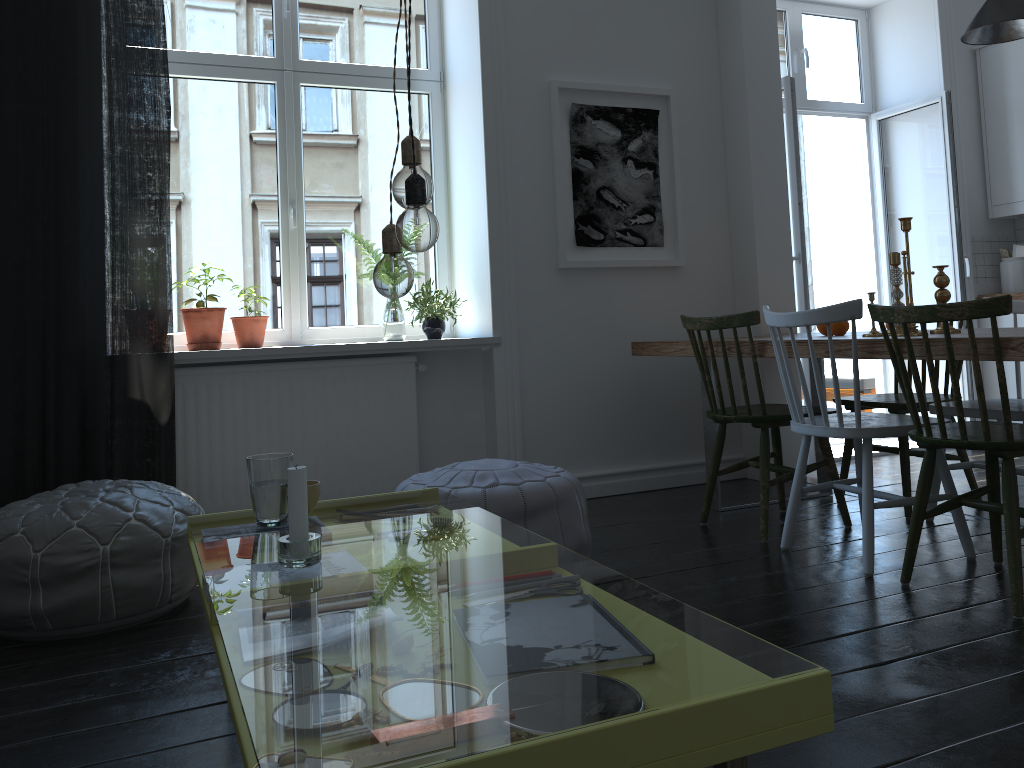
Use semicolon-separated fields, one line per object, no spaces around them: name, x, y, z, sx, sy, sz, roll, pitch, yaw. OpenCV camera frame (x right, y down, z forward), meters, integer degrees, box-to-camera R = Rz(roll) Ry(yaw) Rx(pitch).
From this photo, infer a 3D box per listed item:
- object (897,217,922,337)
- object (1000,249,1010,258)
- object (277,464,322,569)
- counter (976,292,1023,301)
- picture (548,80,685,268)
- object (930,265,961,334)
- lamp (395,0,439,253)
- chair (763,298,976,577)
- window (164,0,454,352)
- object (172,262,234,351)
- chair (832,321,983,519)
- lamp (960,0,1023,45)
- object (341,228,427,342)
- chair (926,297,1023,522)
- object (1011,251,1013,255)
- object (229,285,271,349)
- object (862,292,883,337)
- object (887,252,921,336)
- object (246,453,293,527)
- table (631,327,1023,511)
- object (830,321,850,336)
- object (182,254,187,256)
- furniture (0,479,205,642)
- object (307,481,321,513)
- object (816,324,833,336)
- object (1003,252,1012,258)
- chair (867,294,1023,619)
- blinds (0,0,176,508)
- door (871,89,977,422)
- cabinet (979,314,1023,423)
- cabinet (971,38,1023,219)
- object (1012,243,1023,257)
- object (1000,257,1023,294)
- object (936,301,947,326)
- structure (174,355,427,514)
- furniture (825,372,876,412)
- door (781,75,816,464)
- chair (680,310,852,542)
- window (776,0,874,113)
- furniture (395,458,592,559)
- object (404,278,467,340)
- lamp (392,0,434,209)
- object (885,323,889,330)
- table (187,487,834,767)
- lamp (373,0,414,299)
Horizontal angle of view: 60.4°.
object;1.355;-0.367;3.030;0.113;0.413;0.113;-4;-3;29
object;2.914;-0.665;5.175;0.054;0.264;0.149;-5;-3;42
object;-0.376;0.229;1.550;0.074;0.174;0.074;-3;-2;12
counter;3.421;-0.434;3.795;0.848;0.074;3.092;-4;4;-23
picture;0.507;-1.009;4.289;0.688;0.893;0.082;-2;-3;-23
object;1.556;-0.304;3.179;0.100;0.249;0.100;-3;-2;1
lamp;-0.190;-0.974;1.540;0.074;1.506;0.086;-4;-4;28
chair;1.138;0.143;2.936;0.510;0.847;0.464;-2;-2;-23
window;-1.045;-1.174;4.149;1.570;1.999;0.106;-2;-3;-23
object;-1.319;-0.327;3.745;0.258;0.372;0.233;-2;-1;-11
chair;1.649;0.083;3.683;0.486;0.832;0.465;-2;-2;-24
lamp;2.022;-1.472;5.373;0.493;2.522;2.691;-1;0;-23
object;-0.545;-0.482;4.106;0.391;0.569;0.328;-3;-2;31
chair;1.869;0.090;3.256;0.510;0.847;0.464;-2;-2;-23
object;2.988;-0.662;5.172;0.033;0.251;0.117;-1;-3;-23
object;-1.123;-0.293;3.805;0.176;0.279;0.194;-4;-2;34
object;1.294;-0.249;3.160;0.080;0.161;0.080;-4;-2;24
object;1.432;-0.335;3.271;0.140;0.313;0.140;-3;-2;19
object;-0.518;0.228;1.893;0.097;0.147;0.097;-3;-1;28
table;1.459;0.175;3.182;1.019;0.719;2.221;-3;3;-23
object;1.348;-0.240;3.641;0.091;0.088;0.083;-3;0;3
object;-1.516;-0.379;3.673;0.300;0.502;0.332;-1;-2;-40
furniture;-1.283;0.502;2.685;0.680;0.384;0.677;-3;2;-23
object;-0.479;0.260;2.002;0.087;0.067;0.087;-3;1;5
object;1.332;-0.246;3.723;0.083;0.090;0.087;-2;0;-33
object;2.939;-0.661;5.177;0.061;0.253;0.117;-3;-2;7
chair;1.360;0.166;2.508;0.486;0.832;0.465;-2;-2;-24
blinds;-1.664;-0.830;3.201;0.805;2.992;0.111;-1;-4;-24
door;2.445;-0.691;5.273;0.105;2.038;0.582;-1;-3;-29
cabinet;3.497;-0.003;3.786;0.730;0.816;3.177;-2;3;-15
cabinet;3.560;-0.770;3.528;0.781;2.380;3.780;-2;1;-19
object;2.964;-0.681;5.157;0.064;0.292;0.141;-5;-3;41
object;2.957;-0.634;5.149;0.174;0.209;0.173;-2;-1;-18
object;1.596;-0.256;3.263;0.049;0.140;0.049;-1;-3;-23
structure;-0.855;0.219;3.670;1.066;0.632;0.073;-3;-3;-23
furniture;2.339;0.119;6.331;0.401;0.376;0.918;-3;2;-23
door;1.404;-0.617;4.830;0.105;2.038;0.582;-2;-3;-17
chair;0.963;0.132;3.393;0.486;0.832;0.465;-2;-2;-24
window;1.753;-2.020;5.390;1.182;0.662;0.105;-3;-3;-23
furniture;-0.064;0.453;2.712;0.616;0.421;0.608;-3;1;-29
object;-0.355;-0.352;4.054;0.285;0.296;0.284;-3;0;-19
lamp;-0.208;-1.059;1.608;0.074;1.506;0.074;-4;-4;24
object;1.523;-0.236;3.474;0.084;0.084;0.089;-3;0;-10
table;-0.188;0.511;1.484;0.601;0.401;1.397;-3;3;-23
lamp;-0.238;-0.904;1.623;0.089;1.506;0.074;-3;-3;1
